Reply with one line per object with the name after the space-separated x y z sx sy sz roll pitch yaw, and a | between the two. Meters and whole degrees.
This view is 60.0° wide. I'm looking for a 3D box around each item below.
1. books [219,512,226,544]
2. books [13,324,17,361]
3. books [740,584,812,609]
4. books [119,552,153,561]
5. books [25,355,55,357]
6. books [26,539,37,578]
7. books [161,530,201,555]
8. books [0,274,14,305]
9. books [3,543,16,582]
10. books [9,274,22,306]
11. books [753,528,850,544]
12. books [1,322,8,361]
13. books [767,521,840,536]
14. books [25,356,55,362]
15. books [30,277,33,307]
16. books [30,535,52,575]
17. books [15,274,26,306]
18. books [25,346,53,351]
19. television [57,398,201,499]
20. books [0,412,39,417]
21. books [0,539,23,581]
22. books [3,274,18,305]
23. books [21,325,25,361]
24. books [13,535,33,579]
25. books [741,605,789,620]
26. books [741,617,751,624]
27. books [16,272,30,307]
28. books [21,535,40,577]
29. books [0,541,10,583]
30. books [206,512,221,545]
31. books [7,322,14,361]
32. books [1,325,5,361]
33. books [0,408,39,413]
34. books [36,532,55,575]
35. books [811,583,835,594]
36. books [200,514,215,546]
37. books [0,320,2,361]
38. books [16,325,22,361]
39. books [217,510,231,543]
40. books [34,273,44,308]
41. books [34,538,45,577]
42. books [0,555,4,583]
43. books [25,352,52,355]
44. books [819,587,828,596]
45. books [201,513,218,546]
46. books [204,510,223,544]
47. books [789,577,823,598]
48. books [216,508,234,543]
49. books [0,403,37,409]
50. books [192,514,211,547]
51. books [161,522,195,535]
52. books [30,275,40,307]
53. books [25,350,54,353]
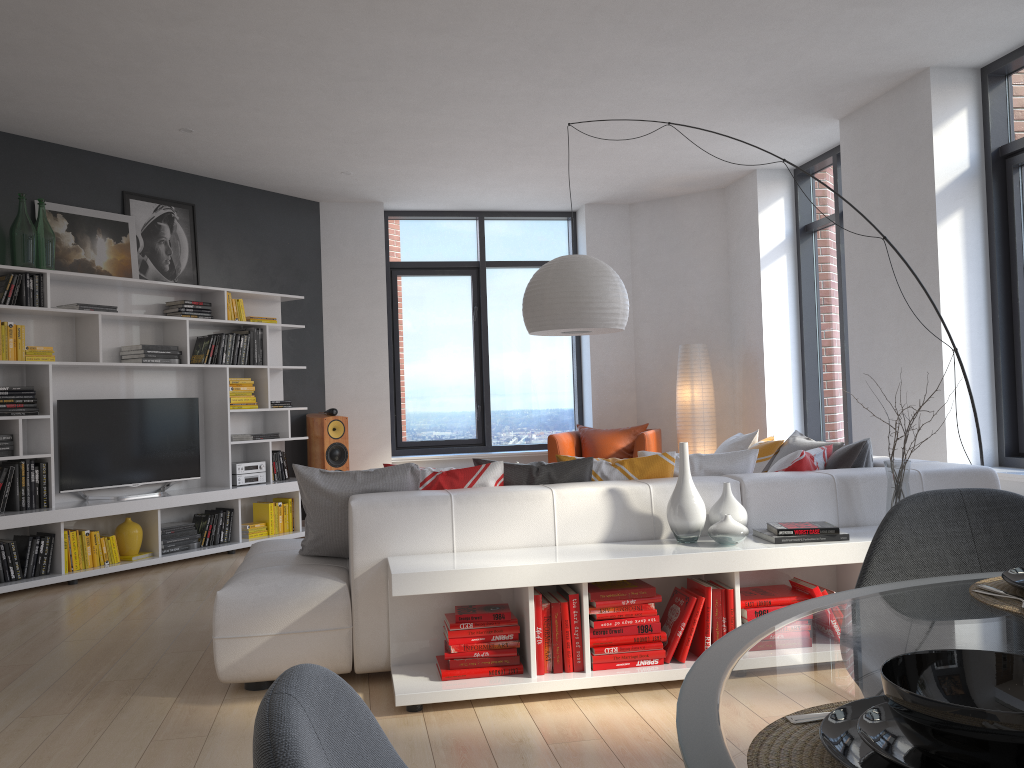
-2.283 1.105 6.830 0.179 0.243 0.068 -3 -1 33 | books
-3.244 -0.260 5.714 0.169 0.239 0.023 -3 -1 35 | books
1.008 0.852 3.556 0.301 0.032 0.227 -2 -1 -10 | books
-2.704 1.211 6.240 0.270 0.029 0.204 -2 -1 20 | books
-3.142 -0.181 5.837 0.148 0.011 0.196 -3 -2 35 | books
-3.092 1.107 5.640 0.172 0.242 0.069 -3 -2 36 | books
-2.521 1.157 6.536 0.277 0.137 0.343 -3 -1 30 | books
-3.276 -0.596 5.678 0.166 0.213 0.096 -3 -1 33 | books
-3.174 1.106 5.530 0.177 0.242 0.066 -3 -1 34 | books
-3.236 -0.596 5.724 0.154 0.212 0.074 -3 -1 34 | books
1.151 0.603 3.555 0.300 0.026 0.245 -2 -1 -5 | books
-3.276 -0.266 5.668 0.180 0.251 0.019 -3 -1 35 | books
1.154 0.576 3.531 0.238 0.027 0.188 -2 -1 3 | books
-3.139 -0.158 5.834 0.147 0.033 0.190 -3 -1 35 | books
-3.182 -0.591 5.805 0.147 0.200 0.021 -3 -1 35 | books
-3.061 1.102 5.727 0.191 0.249 0.084 -3 -1 35 | books
-3.210 -0.599 5.764 0.156 0.221 0.021 -3 -1 35 | books
-3.152 -0.230 5.841 0.138 0.026 0.186 -3 -1 35 | books
-2.751 0.459 6.437 0.207 0.704 1.102 -3 -1 35 | television
-3.218 0.195 5.687 0.189 0.026 0.263 -3 -1 33 | books
-3.157 1.102 5.560 0.191 0.249 0.083 -3 -1 35 | books
-3.263 -0.595 5.708 0.171 0.214 0.087 -3 -2 35 | books
-3.215 -0.257 5.755 0.172 0.234 0.024 -3 -1 35 | books
-3.128 1.098 5.639 0.197 0.260 0.066 -3 -1 35 | books
1.019 0.886 3.533 0.279 0.039 0.206 -2 -1 -11 | books
1.026 0.919 3.516 0.261 0.027 0.191 -2 -1 -6 | books
-3.200 -0.605 5.788 0.176 0.232 0.025 -3 -1 35 | books
-3.099 1.101 5.675 0.192 0.254 0.075 -3 -1 34 | books
-3.198 1.101 5.510 0.193 0.255 0.066 -3 -1 34 | books
-2.295 1.105 6.777 0.172 0.242 0.069 -3 -2 36 | books
-3.259 -0.265 5.689 0.185 0.250 0.035 -3 -1 35 | books
-3.273 -0.253 5.640 0.156 0.229 0.024 -3 -1 34 | books
-3.220 0.170 5.689 0.189 0.025 0.270 -3 -1 34 | books
-3.043 1.098 5.755 0.197 0.260 0.066 -3 -1 35 | books
1.321 0.921 3.556 0.186 0.223 0.188 -2 -1 -10 | books
-2.354 1.109 6.738 0.187 0.234 0.096 -3 -2 35 | books
-3.301 -0.270 5.637 0.199 0.263 0.015 -3 -1 35 | books
-3.227 -0.257 5.732 0.172 0.234 0.024 -3 -1 35 | books
-2.265 1.100 6.863 0.191 0.249 0.084 -3 -1 35 | books
-3.145 -0.606 5.849 0.174 0.230 0.019 -3 -1 35 | books
-3.074 1.105 5.689 0.179 0.243 0.071 -3 -1 34 | books
-3.205 1.106 5.479 0.169 0.242 0.050 -3 -1 34 | books
-3.130 -0.195 5.822 0.113 0.018 0.169 -3 -2 36 | books
1.266 0.917 3.546 0.148 0.232 0.171 -2 -1 -9 | books
-2.325 1.108 6.756 0.169 0.233 0.081 -3 -1 34 | books
-2.303 1.098 6.811 0.192 0.254 0.075 -3 -1 34 | books
1.218 0.910 3.544 0.134 0.248 0.192 -2 -1 -10 | books
-2.247 1.095 6.891 0.197 0.260 0.066 -3 -1 35 | books
-3.240 0.143 5.694 0.209 0.030 0.266 -3 -1 33 | books
-2.369 1.108 6.707 0.182 0.234 0.104 -3 -2 35 | books
-2.546 1.066 6.546 0.250 0.047 0.310 -3 -1 30 | books
-3.166 -0.599 5.830 0.169 0.218 0.038 -3 -1 35 | books
-3.139 -0.210 5.836 0.134 0.014 0.187 -3 -1 35 | books
